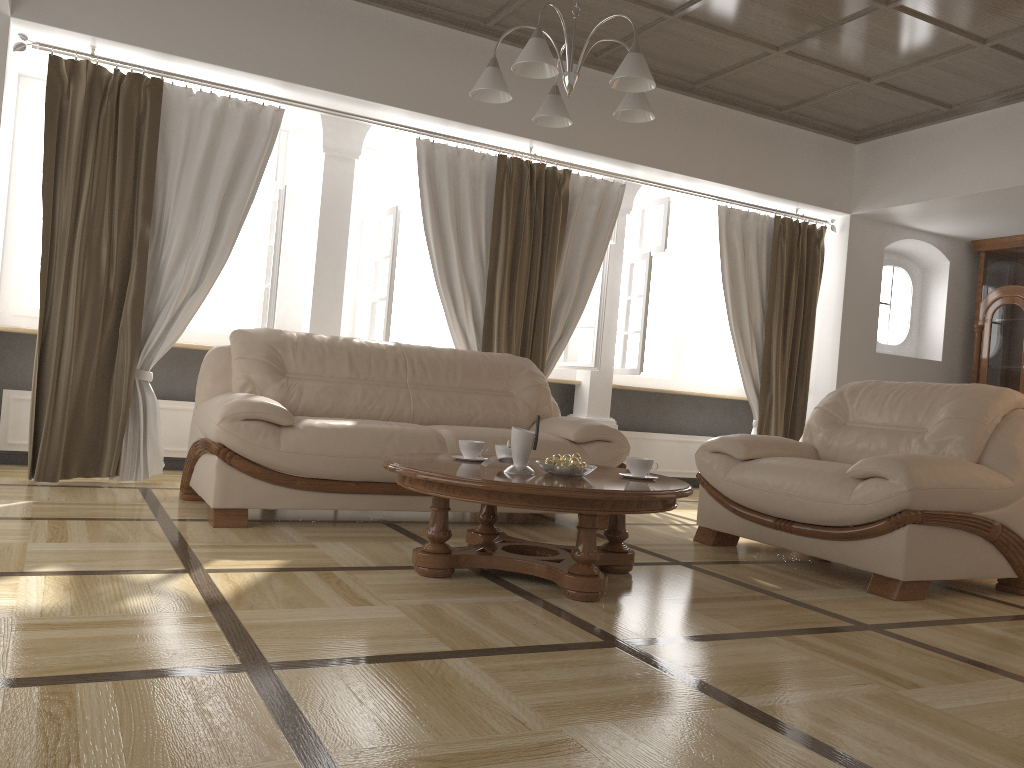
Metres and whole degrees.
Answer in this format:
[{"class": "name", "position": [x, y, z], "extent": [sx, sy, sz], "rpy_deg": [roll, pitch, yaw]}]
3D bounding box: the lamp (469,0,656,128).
[{"class": "lamp", "position": [0.288, -1.628, 3.396], "extent": [0.713, 1.094, 0.741], "rpy_deg": [5, 0, -27]}]

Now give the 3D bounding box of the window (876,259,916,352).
[{"class": "window", "position": [3.230, -0.672, 7.595], "extent": [0.600, 0.784, 0.050], "rpy_deg": [5, 0, -27]}]

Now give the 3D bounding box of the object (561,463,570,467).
[{"class": "object", "position": [0.194, 0.302, 3.187], "extent": [0.039, 0.039, 0.041], "rpy_deg": [5, -1, 40]}]

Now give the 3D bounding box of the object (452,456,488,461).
[{"class": "object", "position": [-0.166, 0.298, 3.535], "extent": [0.150, 0.010, 0.150], "rpy_deg": [5, -1, -42]}]

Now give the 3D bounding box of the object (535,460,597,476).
[{"class": "object", "position": [0.197, 0.313, 3.255], "extent": [0.227, 0.039, 0.227], "rpy_deg": [5, 0, -2]}]

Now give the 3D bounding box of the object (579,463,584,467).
[{"class": "object", "position": [0.238, 0.304, 3.196], "extent": [0.041, 0.041, 0.038], "rpy_deg": [5, -1, -43]}]

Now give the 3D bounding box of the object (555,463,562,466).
[{"class": "object", "position": [0.171, 0.306, 3.217], "extent": [0.038, 0.040, 0.039], "rpy_deg": [5, -1, -37]}]

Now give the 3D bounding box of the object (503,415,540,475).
[{"class": "object", "position": [0.037, 0.212, 3.161], "extent": [0.119, 0.210, 0.119], "rpy_deg": [5, -1, 40]}]

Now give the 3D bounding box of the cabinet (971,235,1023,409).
[{"class": "cabinet", "position": [4.610, -0.020, 6.663], "extent": [0.587, 2.298, 2.360], "rpy_deg": [5, 0, -27]}]

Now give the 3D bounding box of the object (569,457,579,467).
[{"class": "object", "position": [0.221, 0.282, 3.168], "extent": [0.038, 0.042, 0.038], "rpy_deg": [5, 0, -19]}]

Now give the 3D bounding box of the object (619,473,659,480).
[{"class": "object", "position": [0.482, 0.353, 3.376], "extent": [0.150, 0.010, 0.150], "rpy_deg": [5, -1, -38]}]

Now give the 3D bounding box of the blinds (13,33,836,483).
[{"class": "blinds", "position": [-0.057, -0.433, 5.790], "extent": [5.765, 2.294, 0.285], "rpy_deg": [5, 0, -27]}]

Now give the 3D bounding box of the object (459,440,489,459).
[{"class": "object", "position": [-0.161, 0.264, 3.540], "extent": [0.105, 0.071, 0.114], "rpy_deg": [5, 0, 23]}]

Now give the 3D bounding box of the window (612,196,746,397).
[{"class": "window", "position": [1.555, -0.682, 7.252], "extent": [1.653, 1.500, 0.782], "rpy_deg": [5, 0, -27]}]

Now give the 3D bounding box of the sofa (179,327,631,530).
[{"class": "sofa", "position": [-0.532, 0.222, 4.630], "extent": [2.135, 0.900, 1.051], "rpy_deg": [5, 0, -27]}]

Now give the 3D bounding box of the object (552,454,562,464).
[{"class": "object", "position": [0.166, 0.276, 3.245], "extent": [0.040, 0.039, 0.038], "rpy_deg": [5, -1, -42]}]

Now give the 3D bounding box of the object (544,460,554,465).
[{"class": "object", "position": [0.134, 0.297, 3.232], "extent": [0.037, 0.040, 0.041], "rpy_deg": [5, 0, -14]}]

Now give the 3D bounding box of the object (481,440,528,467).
[{"class": "object", "position": [-0.015, 0.248, 3.341], "extent": [0.178, 0.133, 0.104], "rpy_deg": [5, 0, -12]}]

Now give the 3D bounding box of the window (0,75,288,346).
[{"class": "window", "position": [-2.142, -1.015, 5.346], "extent": [1.600, 1.500, 0.781], "rpy_deg": [5, 0, -27]}]

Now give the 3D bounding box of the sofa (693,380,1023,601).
[{"class": "sofa", "position": [1.672, 0.409, 4.194], "extent": [1.052, 0.900, 1.318], "rpy_deg": [5, 0, -27]}]

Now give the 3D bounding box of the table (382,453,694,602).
[{"class": "table", "position": [0.080, 0.520, 3.366], "extent": [1.169, 0.392, 1.167], "rpy_deg": [5, -1, -32]}]

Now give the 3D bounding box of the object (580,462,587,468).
[{"class": "object", "position": [0.261, 0.309, 3.287], "extent": [0.039, 0.039, 0.040], "rpy_deg": [5, 0, -16]}]

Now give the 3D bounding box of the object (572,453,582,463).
[{"class": "object", "position": [0.238, 0.278, 3.281], "extent": [0.038, 0.044, 0.038], "rpy_deg": [5, 0, -21]}]

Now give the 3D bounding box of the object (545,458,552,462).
[{"class": "object", "position": [0.143, 0.293, 3.304], "extent": [0.041, 0.038, 0.039], "rpy_deg": [5, 0, 17]}]

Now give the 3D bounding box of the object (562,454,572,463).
[{"class": "object", "position": [0.198, 0.275, 3.214], "extent": [0.037, 0.041, 0.040], "rpy_deg": [5, 0, -4]}]

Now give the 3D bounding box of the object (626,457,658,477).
[{"class": "object", "position": [0.486, 0.318, 3.371], "extent": [0.105, 0.071, 0.114], "rpy_deg": [5, 0, -12]}]

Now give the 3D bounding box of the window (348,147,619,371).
[{"class": "window", "position": [-0.213, -0.841, 6.354], "extent": [1.759, 1.500, 0.784], "rpy_deg": [5, -1, -28]}]
